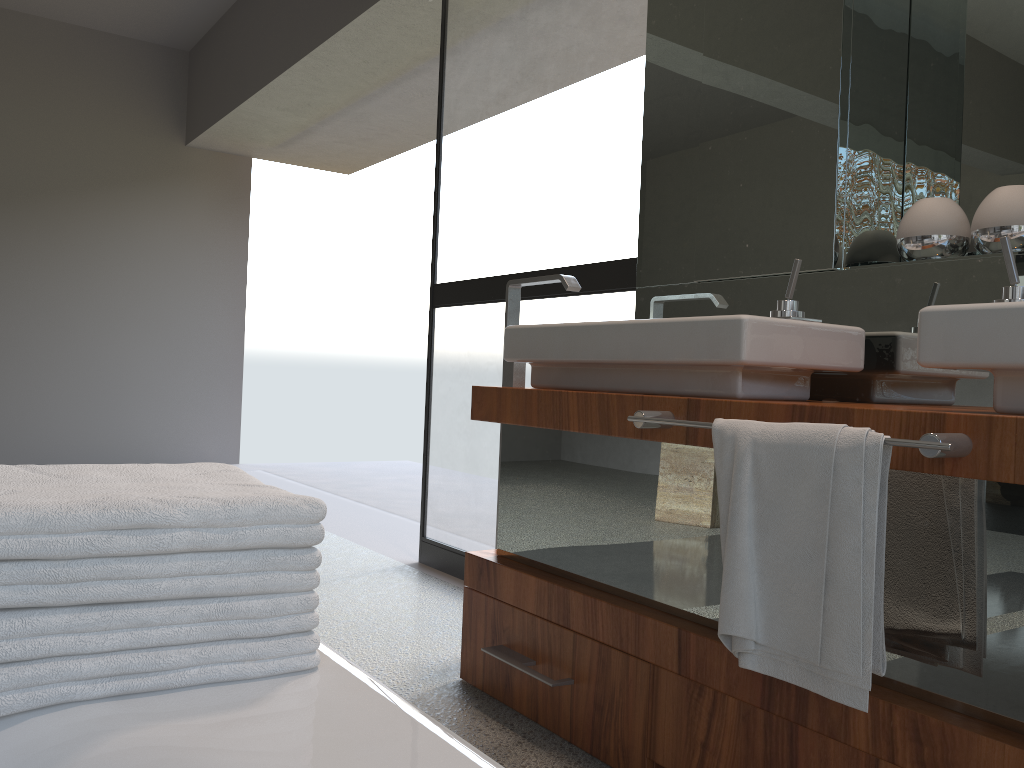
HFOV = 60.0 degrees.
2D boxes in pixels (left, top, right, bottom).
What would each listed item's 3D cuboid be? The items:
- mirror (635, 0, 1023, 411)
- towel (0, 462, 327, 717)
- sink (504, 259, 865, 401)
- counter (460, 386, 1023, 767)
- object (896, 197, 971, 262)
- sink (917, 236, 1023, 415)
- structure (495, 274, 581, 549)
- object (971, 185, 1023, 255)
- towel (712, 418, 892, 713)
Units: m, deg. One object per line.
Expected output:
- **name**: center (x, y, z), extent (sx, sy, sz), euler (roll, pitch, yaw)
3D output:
- **mirror**: center (0.944, -0.748, 1.680), extent (0.253, 1.618, 1.790), euler (3, 0, -34)
- **towel**: center (-0.351, 0.147, 0.708), extent (0.322, 0.145, 0.305), euler (2, 0, -31)
- **sink**: center (0.334, -0.110, 1.933), extent (0.352, 0.266, 0.750), euler (2, 0, -34)
- **counter**: center (0.562, 0.388, 1.477), extent (0.524, 0.704, 1.848), euler (2, 0, -34)
- **object**: center (0.842, -0.302, 1.772), extent (0.136, 0.131, 0.136), euler (2, 0, 8)
- **sink**: center (0.932, -0.080, 1.056), extent (0.352, 0.266, 0.750), euler (2, 0, -34)
- **structure**: center (0.049, 0.222, 2.273), extent (0.069, 0.989, 0.303), euler (3, 0, -34)
- **object**: center (0.928, -0.297, 1.645), extent (0.136, 0.131, 0.136), euler (2, 0, 8)
- **towel**: center (0.387, 0.236, 1.263), extent (0.079, 0.368, 0.302), euler (3, 0, -34)
